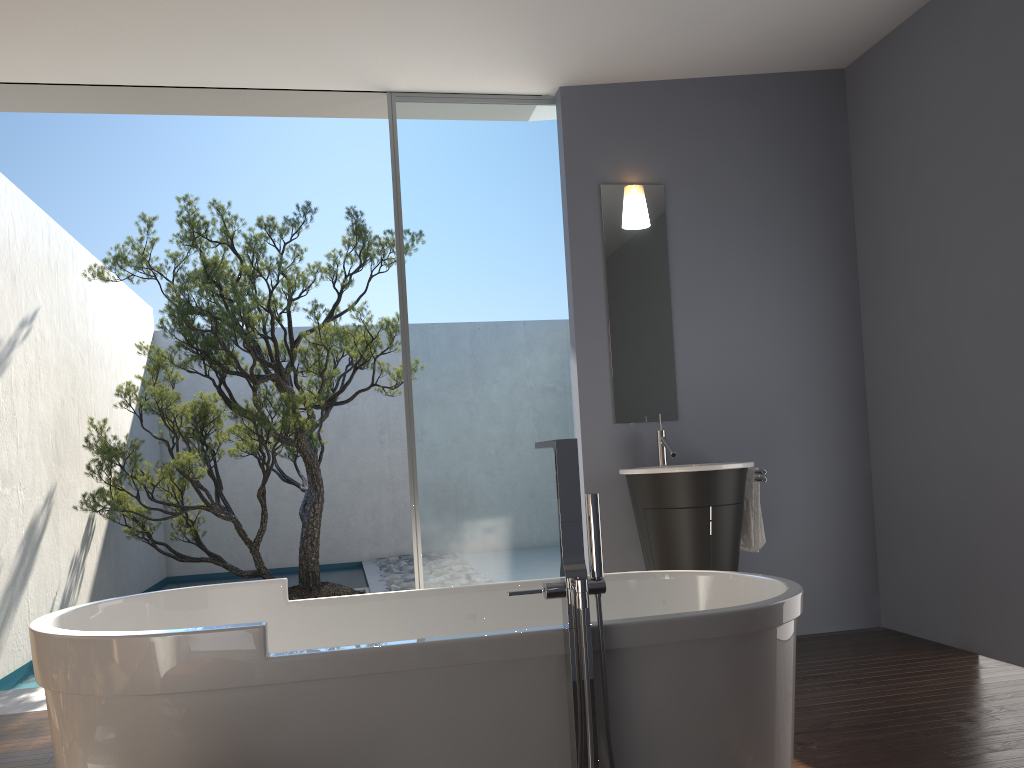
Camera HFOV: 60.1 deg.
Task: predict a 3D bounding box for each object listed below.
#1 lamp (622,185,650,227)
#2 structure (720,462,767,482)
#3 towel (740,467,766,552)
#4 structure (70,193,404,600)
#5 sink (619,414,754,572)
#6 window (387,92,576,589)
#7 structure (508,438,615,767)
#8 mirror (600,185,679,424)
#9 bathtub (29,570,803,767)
[{"bbox_3d":[0.660,-0.946,4.687,0.157,0.214,0.058,-3,-1,-11],"label":"lamp"},{"bbox_3d":[1.184,0.472,4.547,0.025,0.144,0.482,-3,-5,-12],"label":"structure"},{"bbox_3d":[1.209,0.645,4.561,0.095,0.439,0.362,-3,-3,-11],"label":"towel"},{"bbox_3d":[-2.028,0.315,7.136,2.584,3.462,2.529,-3,-2,-18],"label":"structure"},{"bbox_3d":[0.866,0.750,4.302,0.646,1.247,0.649,-2,-2,-30],"label":"sink"},{"bbox_3d":[0.361,-0.056,4.759,1.884,2.997,0.021,-3,-1,-11],"label":"window"},{"bbox_3d":[0.155,0.676,2.130,0.225,1.085,0.282,-4,-1,21],"label":"structure"},{"bbox_3d":[0.679,-0.430,4.711,0.354,1.267,0.012,-3,-1,-11],"label":"mirror"},{"bbox_3d":[-0.181,0.914,2.492,2.097,0.710,0.916,-2,-4,-12],"label":"bathtub"}]
